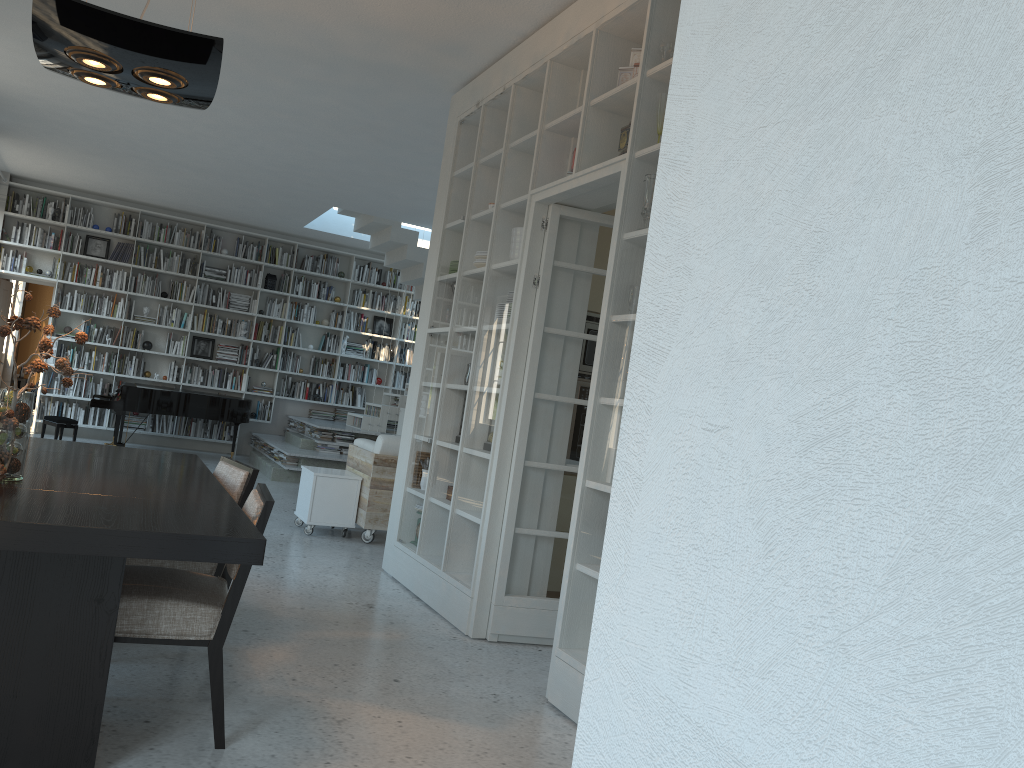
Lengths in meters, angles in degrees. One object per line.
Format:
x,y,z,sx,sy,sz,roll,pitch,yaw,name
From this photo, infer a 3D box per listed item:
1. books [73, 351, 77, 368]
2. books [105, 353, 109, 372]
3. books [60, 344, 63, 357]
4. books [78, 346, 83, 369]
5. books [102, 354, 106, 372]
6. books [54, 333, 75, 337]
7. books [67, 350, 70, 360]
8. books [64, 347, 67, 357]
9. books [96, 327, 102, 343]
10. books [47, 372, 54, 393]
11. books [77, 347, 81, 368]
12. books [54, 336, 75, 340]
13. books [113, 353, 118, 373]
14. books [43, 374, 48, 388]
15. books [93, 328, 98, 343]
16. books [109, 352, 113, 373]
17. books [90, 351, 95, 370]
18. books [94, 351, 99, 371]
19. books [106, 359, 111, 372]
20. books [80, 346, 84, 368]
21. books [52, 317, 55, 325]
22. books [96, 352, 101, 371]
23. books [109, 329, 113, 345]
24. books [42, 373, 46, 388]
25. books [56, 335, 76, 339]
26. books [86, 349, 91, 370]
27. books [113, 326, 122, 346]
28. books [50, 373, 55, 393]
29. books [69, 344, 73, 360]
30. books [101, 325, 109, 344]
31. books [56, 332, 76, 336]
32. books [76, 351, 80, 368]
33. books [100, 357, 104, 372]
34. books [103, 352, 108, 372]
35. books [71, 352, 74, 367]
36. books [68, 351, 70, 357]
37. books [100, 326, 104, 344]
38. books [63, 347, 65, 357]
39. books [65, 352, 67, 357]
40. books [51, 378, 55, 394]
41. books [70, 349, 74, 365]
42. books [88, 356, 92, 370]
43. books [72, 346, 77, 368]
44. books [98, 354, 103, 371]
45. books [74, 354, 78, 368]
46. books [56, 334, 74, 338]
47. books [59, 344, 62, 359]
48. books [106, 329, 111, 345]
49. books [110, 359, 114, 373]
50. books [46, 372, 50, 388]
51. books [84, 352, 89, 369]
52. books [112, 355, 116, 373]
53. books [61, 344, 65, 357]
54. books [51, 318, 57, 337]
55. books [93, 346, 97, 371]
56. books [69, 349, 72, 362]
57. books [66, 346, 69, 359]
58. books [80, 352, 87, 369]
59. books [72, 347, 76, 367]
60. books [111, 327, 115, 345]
-5.779,-0.323,11.732,0.015,0.219,0.190,9,-1,-24,books
-5.439,-0.289,11.905,0.013,0.260,0.142,9,-1,-24,books
-5.942,-0.384,11.679,0.016,0.289,0.152,9,-1,-24,books
-5.719,-0.355,11.753,0.019,0.300,0.180,9,-1,-24,books
-5.469,-0.287,11.890,0.010,0.246,0.160,9,-1,-24,books
-5.867,-0.639,11.692,0.285,0.012,0.159,9,-2,-20,books
-5.866,-0.336,11.707,0.015,0.218,0.176,9,-1,-24,books
-5.892,-0.364,11.682,0.007,0.264,0.176,9,-1,-24,books
-5.521,-0.649,11.858,0.056,0.214,0.142,9,-1,-24,books
-6.055,-0.022,11.623,0.052,0.283,0.172,9,-1,-24,books
-5.746,-0.357,11.780,0.009,0.299,0.141,9,-1,-24,books
-5.873,-0.603,11.693,0.285,0.012,0.159,9,-2,-21,books
-5.345,-0.284,11.957,0.024,0.280,0.135,9,-1,-24,books
-6.108,-0.008,11.608,0.029,0.239,0.154,9,-1,-24,books
-5.548,-0.642,11.810,0.029,0.190,0.188,9,-2,-24,books
-5.381,-0.293,11.909,0.014,0.286,0.179,9,-1,-24,books
-5.593,-0.311,11.826,0.026,0.254,0.176,9,-1,-24,books
-5.547,-0.307,11.835,0.028,0.260,0.181,9,-1,-24,books
-5.421,-0.246,11.915,0.041,0.181,0.141,9,-1,-24,books
-5.709,-0.356,11.770,0.012,0.306,0.189,9,-1,-24,books
-6.022,-0.765,11.627,0.012,0.285,0.159,9,-1,-24,books
-5.525,-0.297,11.850,0.028,0.249,0.158,9,-1,-24,books
-5.386,-0.626,11.907,0.027,0.209,0.143,9,-1,-24,books
-6.131,-0.019,11.613,0.012,0.254,0.161,9,-1,-24,books
-5.873,-0.616,11.698,0.254,0.012,0.161,9,-2,-23,books
-5.635,-0.332,11.805,0.014,0.282,0.150,9,-1,-24,books
-5.298,-0.647,11.905,0.082,0.276,0.228,9,-1,-24,books
-6.036,-0.013,11.654,0.010,0.273,0.150,9,-1,-24,books
-5.835,-0.380,11.715,0.006,0.315,0.145,9,-1,-24,books
-5.448,-0.659,11.874,0.060,0.255,0.158,9,-1,-24,books
-5.868,-0.652,11.698,0.254,0.012,0.161,9,-2,-23,books
-5.762,-0.325,11.772,0.016,0.230,0.136,9,-1,-24,books
-5.490,-0.264,11.887,0.023,0.194,0.140,9,-1,-24,books
-5.447,-0.293,11.881,0.021,0.265,0.185,9,-1,-24,books
-5.819,-0.324,11.742,0.016,0.211,0.145,9,-1,-24,books
-5.848,-0.333,11.702,0.015,0.217,0.180,9,-1,-24,books
-5.488,-0.658,11.872,0.013,0.242,0.141,9,-1,-24,books
-5.914,-0.363,11.694,0.022,0.257,0.141,9,-1,-24,books
-5.879,-0.325,11.672,0.019,0.189,0.193,9,-2,-24,books
-6.026,0.027,11.661,0.024,0.197,0.148,9,-1,-24,books
-5.814,-0.342,11.709,0.009,0.244,0.184,9,-1,-24,books
-5.619,-0.279,11.804,0.029,0.181,0.190,9,-2,-24,books
-5.782,-0.358,11.722,0.007,0.286,0.182,9,-1,-24,books
-5.508,-0.284,11.874,0.025,0.229,0.153,9,-1,-24,books
-5.765,-0.306,11.734,0.016,0.189,0.183,9,-1,-24,books
-5.870,-0.628,11.694,0.254,0.012,0.160,9,-2,-27,books
-5.953,-0.384,11.676,0.008,0.285,0.159,9,-1,-24,books
-5.408,-0.628,11.886,0.030,0.207,0.172,9,-1,-24,books
-5.384,-0.243,11.946,0.023,0.187,0.130,9,-1,-24,books
-6.081,-0.023,11.602,0.011,0.277,0.189,9,-1,-24,books
-5.657,-0.309,11.797,0.027,0.230,0.159,9,-1,-24,books
-5.355,-0.266,11.930,0.010,0.240,0.174,9,-1,-24,books
-5.924,-0.384,11.679,0.014,0.294,0.171,9,-1,-24,books
-6.003,-0.741,11.626,0.028,0.243,0.156,9,-1,-24,books
-5.568,-0.342,11.833,0.021,0.323,0.171,9,-1,-24,books
-5.830,-0.343,11.717,0.014,0.243,0.171,9,-1,-24,books
-5.869,-0.368,11.697,0.008,0.279,0.164,9,-1,-24,books
-5.697,-0.315,11.797,0.045,0.230,0.138,9,-1,-24,books
-5.799,-0.355,11.740,0.009,0.278,0.157,9,-1,-24,books
-5.362,-0.643,11.920,0.021,0.251,0.154,9,-1,-24,books
